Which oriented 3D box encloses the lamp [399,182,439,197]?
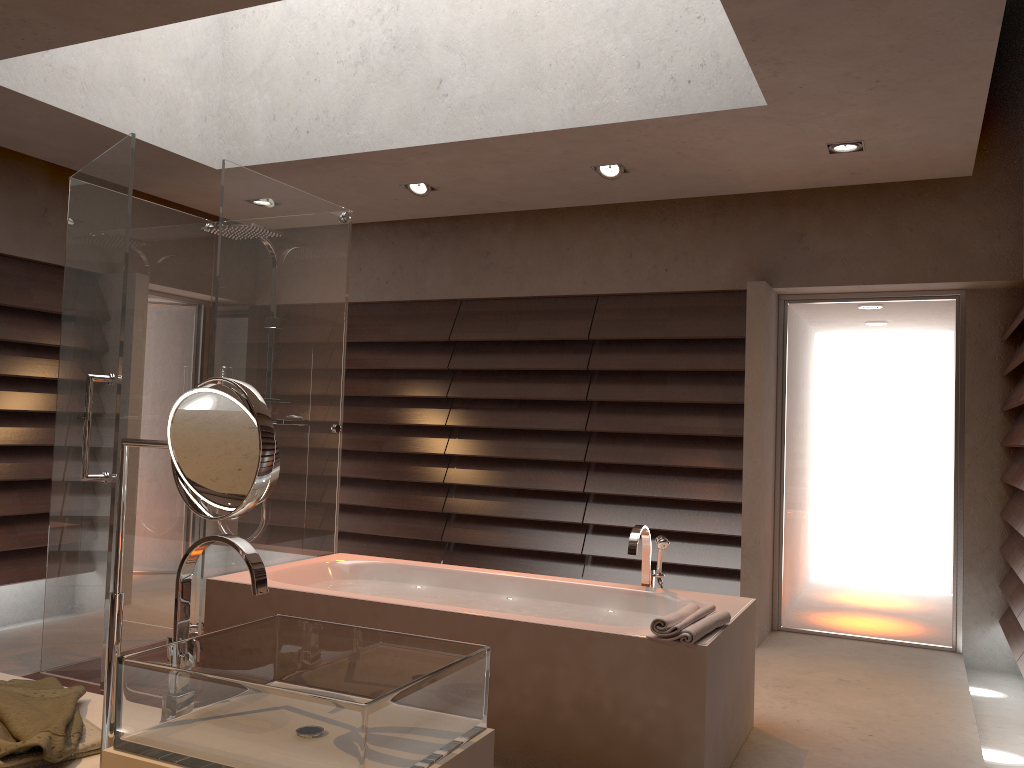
[{"bbox_3d":[-0.533,-1.141,5.087,0.165,0.110,0.170,1,-3,25],"label":"lamp"}]

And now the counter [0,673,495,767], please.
[{"bbox_3d":[-1.442,0.841,1.787,2.931,0.686,0.350,1,-3,25],"label":"counter"}]

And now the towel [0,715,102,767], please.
[{"bbox_3d":[-0.833,0.569,1.491,0.394,0.027,0.202,-1,-4,45],"label":"towel"}]

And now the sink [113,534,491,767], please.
[{"bbox_3d":[-0.323,0.412,1.301,0.486,0.357,0.340,1,-3,25],"label":"sink"}]

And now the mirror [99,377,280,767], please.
[{"bbox_3d":[-0.442,0.285,1.169,0.316,0.589,0.074,1,-3,27],"label":"mirror"}]

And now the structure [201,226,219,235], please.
[{"bbox_3d":[-1.371,0.033,4.421,0.575,1.578,0.385,1,-3,25],"label":"structure"}]

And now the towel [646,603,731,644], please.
[{"bbox_3d":[0.582,0.773,2.899,0.159,0.068,0.396,0,-3,31],"label":"towel"}]

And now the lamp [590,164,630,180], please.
[{"bbox_3d":[0.510,-1.128,4.606,0.165,0.110,0.170,1,-3,25],"label":"lamp"}]

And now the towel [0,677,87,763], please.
[{"bbox_3d":[-0.867,0.553,1.504,0.258,0.057,0.571,3,-3,-24],"label":"towel"}]

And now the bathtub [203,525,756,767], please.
[{"bbox_3d":[-0.110,0.938,3.569,2.000,0.761,0.994,1,-3,25],"label":"bathtub"}]

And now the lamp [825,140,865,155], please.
[{"bbox_3d":[1.552,-1.121,4.127,0.165,0.051,0.170,1,-3,25],"label":"lamp"}]

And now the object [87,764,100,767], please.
[{"bbox_3d":[-0.605,0.568,1.294,0.035,0.016,0.066,0,-3,36],"label":"object"}]

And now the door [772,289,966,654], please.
[{"bbox_3d":[2.049,0.469,5.129,1.007,2.000,0.090,1,-3,25],"label":"door"}]
